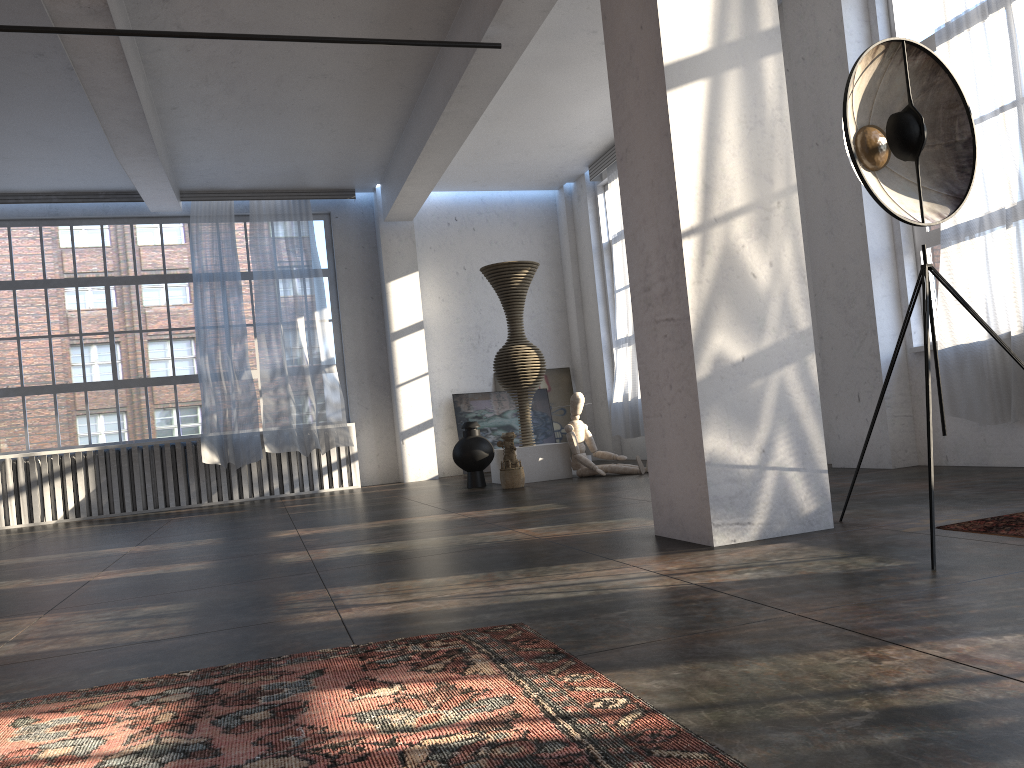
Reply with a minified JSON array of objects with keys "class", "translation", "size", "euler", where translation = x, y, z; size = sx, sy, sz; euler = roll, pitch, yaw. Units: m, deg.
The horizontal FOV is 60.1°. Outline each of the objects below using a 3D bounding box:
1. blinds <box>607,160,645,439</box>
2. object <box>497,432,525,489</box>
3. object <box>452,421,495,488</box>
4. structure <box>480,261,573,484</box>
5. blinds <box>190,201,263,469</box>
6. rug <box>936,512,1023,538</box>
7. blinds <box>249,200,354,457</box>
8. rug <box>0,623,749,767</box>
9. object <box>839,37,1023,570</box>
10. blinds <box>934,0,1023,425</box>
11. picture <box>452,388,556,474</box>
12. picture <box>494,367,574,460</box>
[{"class":"blinds","translation":[1.415,-1.174,11.037],"size":[0.343,3.695,1.022],"euler":[-5,-2,-20]},{"class":"object","translation":[-0.009,0.767,8.542],"size":[0.238,0.600,0.222],"euler":[-6,-2,10]},{"class":"object","translation":[-0.404,0.743,9.318],"size":[0.434,0.693,0.451],"euler":[-7,-2,37]},{"class":"structure","translation":[0.095,-0.106,9.523],"size":[0.685,2.325,0.742],"euler":[-5,-2,-17]},{"class":"blinds","translation":[-3.621,-0.707,11.030],"size":[0.700,3.557,0.867],"euler":[-5,-2,-18]},{"class":"rug","translation":[2.991,0.386,2.386],"size":[1.837,0.009,3.094],"euler":[-5,-3,-17]},{"class":"blinds","translation":[-2.721,-0.827,11.184],"size":[1.070,3.498,0.988],"euler":[-5,-2,-17]},{"class":"rug","translation":[-0.469,0.652,0.925],"size":[1.876,0.029,2.853],"euler":[-5,-3,-17]},{"class":"object","translation":[1.558,-0.364,3.493],"size":[1.068,1.918,1.167],"euler":[-5,-2,-17]},{"class":"blinds","translation":[2.997,-1.605,5.542],"size":[0.318,3.711,1.013],"euler":[-5,-2,-18]},{"class":"picture","translation":[-0.077,0.643,12.393],"size":[1.450,1.141,0.301],"euler":[-5,-2,-20]},{"class":"picture","translation":[0.393,0.481,12.660],"size":[1.161,1.385,0.250],"euler":[-5,-2,-18]}]
